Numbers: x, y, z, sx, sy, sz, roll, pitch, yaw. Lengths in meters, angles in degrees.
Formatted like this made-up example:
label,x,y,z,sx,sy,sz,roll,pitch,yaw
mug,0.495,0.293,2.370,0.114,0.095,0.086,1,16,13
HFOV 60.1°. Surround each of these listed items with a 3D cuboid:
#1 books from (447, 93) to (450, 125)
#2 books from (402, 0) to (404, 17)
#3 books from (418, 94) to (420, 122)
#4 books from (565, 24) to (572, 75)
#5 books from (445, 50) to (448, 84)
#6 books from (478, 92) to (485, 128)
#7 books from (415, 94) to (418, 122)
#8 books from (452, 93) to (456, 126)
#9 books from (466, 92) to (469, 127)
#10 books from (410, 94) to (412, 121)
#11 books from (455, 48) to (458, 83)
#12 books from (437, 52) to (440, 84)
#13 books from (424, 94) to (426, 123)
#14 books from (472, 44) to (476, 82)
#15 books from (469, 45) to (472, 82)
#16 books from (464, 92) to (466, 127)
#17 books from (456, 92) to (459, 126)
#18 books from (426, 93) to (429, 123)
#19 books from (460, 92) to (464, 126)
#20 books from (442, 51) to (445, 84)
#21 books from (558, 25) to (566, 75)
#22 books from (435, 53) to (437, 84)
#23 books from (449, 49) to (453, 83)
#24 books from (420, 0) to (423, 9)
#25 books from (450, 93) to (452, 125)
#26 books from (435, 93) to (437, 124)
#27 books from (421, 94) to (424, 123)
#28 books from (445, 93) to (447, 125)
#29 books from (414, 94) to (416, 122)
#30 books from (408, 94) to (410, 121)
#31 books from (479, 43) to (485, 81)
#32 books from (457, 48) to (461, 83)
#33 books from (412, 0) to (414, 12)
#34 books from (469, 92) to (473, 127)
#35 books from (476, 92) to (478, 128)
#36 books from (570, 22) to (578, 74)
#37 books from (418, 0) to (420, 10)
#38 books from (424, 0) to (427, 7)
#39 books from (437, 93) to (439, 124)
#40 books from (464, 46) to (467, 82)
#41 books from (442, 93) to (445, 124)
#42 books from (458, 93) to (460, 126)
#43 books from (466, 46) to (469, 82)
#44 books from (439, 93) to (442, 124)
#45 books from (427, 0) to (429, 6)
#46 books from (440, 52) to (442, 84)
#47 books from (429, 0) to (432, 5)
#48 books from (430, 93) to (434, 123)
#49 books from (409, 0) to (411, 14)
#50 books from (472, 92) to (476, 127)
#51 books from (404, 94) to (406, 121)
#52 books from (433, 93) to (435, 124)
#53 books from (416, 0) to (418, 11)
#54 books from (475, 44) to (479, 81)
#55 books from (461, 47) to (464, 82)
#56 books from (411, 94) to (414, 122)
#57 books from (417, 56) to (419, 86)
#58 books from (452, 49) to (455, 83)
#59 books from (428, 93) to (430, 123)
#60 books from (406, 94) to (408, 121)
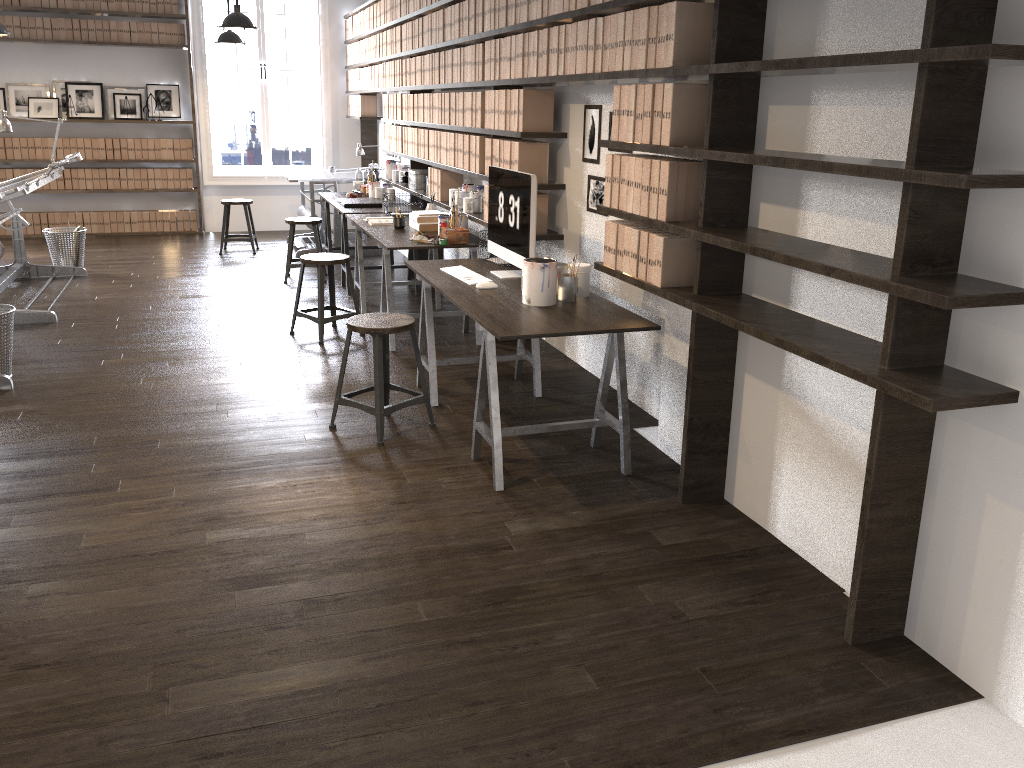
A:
label,x,y,z,sx,sy,sz,roll,pitch,yaw
books,-0.358,-1.887,6.097,0.175,0.223,0.067,-4,16,-18
books,-0.800,-3.096,7.198,0.175,0.223,0.067,-4,16,-18
books,-0.644,-2.152,6.930,0.174,0.223,0.067,-4,16,-18
books,0.337,-1.534,4.073,0.174,0.223,0.067,-4,16,-18
books,-0.369,-2.171,6.091,0.174,0.223,0.067,-4,16,-18
books,-0.116,-1.665,5.404,0.175,0.223,0.067,-4,16,-18
books,-0.670,-2.172,6.993,0.174,0.223,0.067,-4,16,-18
books,-0.310,-1.844,5.963,0.174,0.223,0.067,-4,16,-18
books,-0.200,-1.745,5.653,0.175,0.222,0.067,-4,16,-18
books,-0.736,-2.237,7.196,0.175,0.222,0.067,-4,16,-18
books,-0.286,-2.093,5.845,0.175,0.222,0.067,-4,16,-18
books,-0.443,-2.234,6.288,0.175,0.223,0.067,-4,16,-18
books,-0.579,-2.092,6.741,0.175,0.222,0.067,-4,16,-18
books,-0.155,-1.970,5.458,0.175,0.223,0.067,-4,16,-18
books,-0.176,-1.989,5.519,0.175,0.223,0.067,-4,16,-18
books,-0.219,-1.764,5.711,0.175,0.222,0.067,-4,16,-18
books,-0.283,-1.824,5.900,0.174,0.223,0.067,-4,16,-18
books,-0.560,-2.074,6.683,0.175,0.222,0.067,-4,16,-18
books,-0.245,-1.783,5.771,0.175,0.223,0.067,-4,16,-18
books,-0.396,-2.192,6.155,0.174,0.223,0.067,-4,16,-18
books,0.311,-1.554,4.136,0.174,0.223,0.067,-4,16,-18
books,-0.462,-2.256,6.358,0.175,0.222,0.067,-4,16,-18
books,-0.330,-2.131,5.963,0.175,0.223,0.067,-4,16,-18
books,-0.594,-2.914,6.629,0.175,0.223,0.067,-4,16,-18
books,-0.328,-1.865,6.030,0.175,0.223,0.067,-4,16,-18
books,-0.470,-1.991,6.425,0.174,0.223,0.067,-4,16,-18
books,-0.605,-2.111,6.801,0.175,0.223,0.067,-4,16,-18
books,-0.376,-1.908,6.166,0.175,0.222,0.067,-4,16,-18
books,-0.688,-2.194,7.060,0.175,0.223,0.067,-4,16,-18
books,-0.759,-2.256,7.255,0.175,0.222,0.067,-4,16,-18
books,-0.107,-1.931,5.338,0.175,0.223,0.067,-4,16,-18
books,-0.265,-2.072,5.778,0.175,0.223,0.067,-4,16,-18
books,-0.685,-2.993,6.874,0.175,0.223,0.067,-4,16,-18
books,-0.181,-1.725,5.592,0.175,0.223,0.067,-4,16,-18
books,-0.131,-1.685,5.466,0.174,0.223,0.067,-4,16,-18
books,0.358,-1.513,4.009,0.175,0.223,0.067,-4,16,-18
books,-0.621,-2.933,6.688,0.175,0.223,0.067,-4,16,-18
books,-0.553,-2.873,6.497,0.174,0.223,0.067,-4,16,-18
books,-0.450,-1.970,6.358,0.175,0.223,0.067,-4,16,-18
books,-0.214,-2.031,5.652,0.174,0.223,0.067,-4,16,-18
books,-0.403,-1.931,6.235,0.175,0.222,0.067,-4,16,-18
books,-0.261,-1.803,5.835,0.175,0.223,0.067,-4,16,-18
books,-0.196,-2.010,5.587,0.174,0.223,0.067,-4,16,-18
books,-0.427,-1.949,6.291,0.175,0.223,0.067,-4,16,-18
books,-0.526,-2.852,6.434,0.175,0.223,0.067,-4,16,-18
books,-0.414,-2.213,6.221,0.175,0.223,0.067,-4,16,-18
books,-0.507,-2.830,6.363,0.175,0.223,0.067,-4,16,-18
books,-0.513,-2.032,6.553,0.175,0.223,0.067,-4,16,-18
books,-0.724,-3.034,7.004,0.174,0.223,0.067,-4,16,-18
books,-0.155,-1.705,5.529,0.175,0.223,0.067,-4,16,-18
books,-0.807,-2.295,7.378,0.175,0.223,0.067,-4,16,-18
books,-0.489,-2.012,6.490,0.174,0.223,0.067,-4,16,-18
books,-0.638,-2.953,6.751,0.175,0.222,0.067,-4,16,-18
books,-0.130,-1.952,5.402,0.175,0.222,0.067,-4,16,-18
books,-0.238,-2.051,5.715,0.175,0.223,0.067,-4,16,-18
books,-0.718,-2.215,7.127,0.175,0.223,0.067,-4,16,-18
books,-0.643,-2.419,6.866,0.175,0.222,0.067,-4,16,-18
books,-0.305,-2.111,5.903,0.175,0.222,0.067,-4,16,-18
books,-0.539,-2.052,6.617,0.175,0.223,0.067,-4,16,-18
books,-0.784,-2.274,7.312,0.175,0.223,0.067,-4,16,-18
